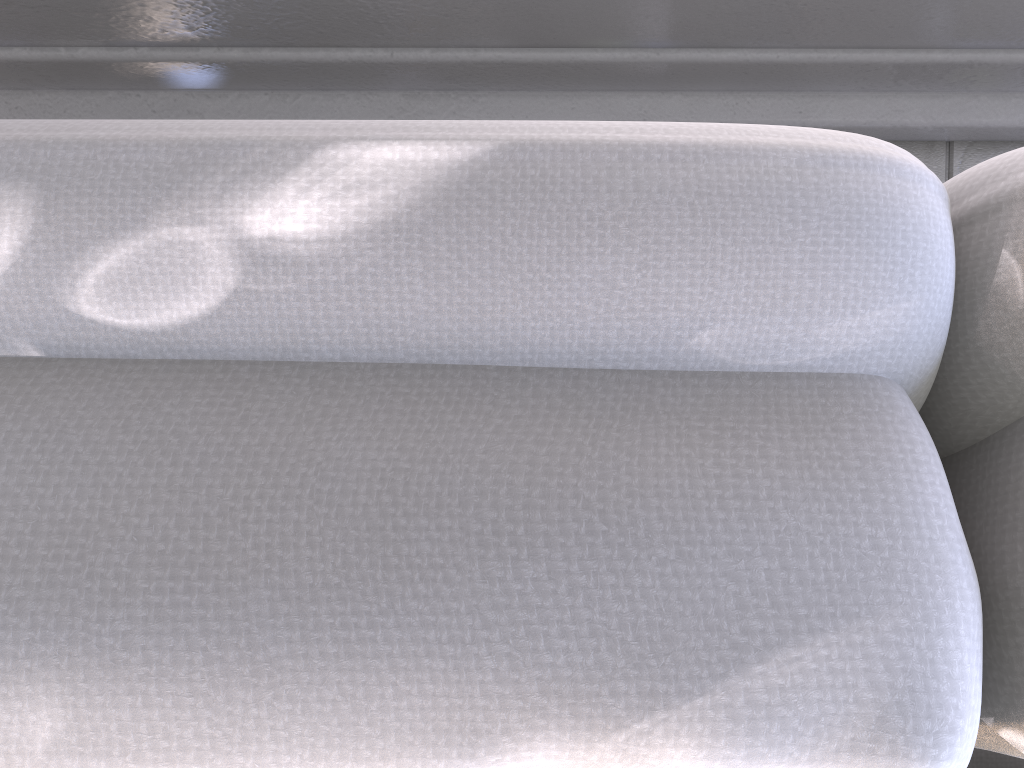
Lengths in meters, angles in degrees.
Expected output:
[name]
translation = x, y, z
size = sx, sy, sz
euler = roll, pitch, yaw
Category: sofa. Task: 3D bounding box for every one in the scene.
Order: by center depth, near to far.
[sofa]
translation = 0.137, 0.301, 0.569
size = 1.864, 0.681, 0.767
euler = 0, 91, 0
